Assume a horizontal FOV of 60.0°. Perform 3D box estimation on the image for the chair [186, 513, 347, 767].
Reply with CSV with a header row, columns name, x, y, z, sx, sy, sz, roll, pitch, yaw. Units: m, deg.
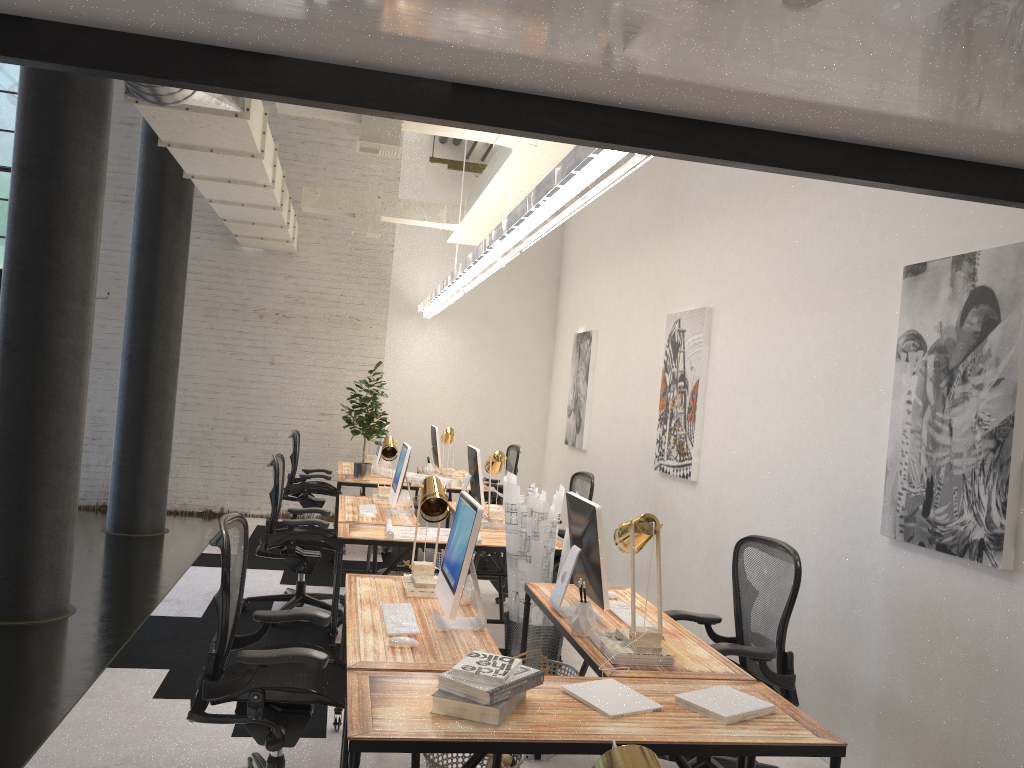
name,x,y,z,sx,sy,sz,roll,pitch,yaw
chair,-0.857,1.046,3.300,0.793,1.085,0.770,5,0,-27

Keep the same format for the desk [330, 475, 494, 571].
name,x,y,z,sx,sy,sz,roll,pitch,yaw
desk,-0.917,1.261,8.077,1.401,0.724,0.529,5,0,-11

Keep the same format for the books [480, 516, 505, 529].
name,x,y,z,sx,sy,sz,roll,pitch,yaw
books,-0.154,0.938,6.042,0.225,0.038,0.308,5,-1,-11

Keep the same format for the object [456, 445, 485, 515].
name,x,y,z,sx,sy,sz,roll,pitch,yaw
object,-0.297,0.710,6.576,0.190,0.485,0.483,5,0,-11

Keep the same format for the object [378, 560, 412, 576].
name,x,y,z,sx,sy,sz,roll,pitch,yaw
object,-0.730,1.416,5.907,0.353,0.435,0.358,5,0,-14

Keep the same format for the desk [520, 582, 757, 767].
name,x,y,z,sx,sy,sz,roll,pitch,yaw
desk,0.414,1.339,3.637,0.529,0.724,1.400,5,-1,-11

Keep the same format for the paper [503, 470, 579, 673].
name,x,y,z,sx,sy,sz,roll,pitch,yaw
paper,0.135,1.095,4.985,0.412,1.198,0.440,5,0,-33

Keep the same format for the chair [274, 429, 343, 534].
name,x,y,z,sx,sy,sz,roll,pitch,yaw
chair,-1.960,1.002,8.769,0.793,1.085,0.770,5,0,-27

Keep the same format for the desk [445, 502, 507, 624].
name,x,y,z,sx,sy,sz,roll,pitch,yaw
desk,-0.168,1.326,6.475,0.529,0.724,1.400,5,-1,-11

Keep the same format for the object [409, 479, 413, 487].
name,x,y,z,sx,sy,sz,roll,pitch,yaw
object,-0.773,0.807,6.576,0.054,0.207,0.008,5,0,-24

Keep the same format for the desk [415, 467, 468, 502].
name,x,y,z,sx,sy,sz,roll,pitch,yaw
desk,-0.689,1.294,9.106,0.529,0.724,1.400,5,-1,-11

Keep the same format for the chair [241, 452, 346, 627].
name,x,y,z,sx,sy,sz,roll,pitch,yaw
chair,-1.439,1.033,6.138,0.793,1.085,0.770,5,0,-27

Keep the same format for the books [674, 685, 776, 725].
name,x,y,z,sx,sy,sz,roll,pitch,yaw
books,0.645,0.971,2.693,0.235,0.024,0.200,6,-1,-37

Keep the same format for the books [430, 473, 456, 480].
name,x,y,z,sx,sy,sz,roll,pitch,yaw
books,-0.675,0.906,8.673,0.225,0.038,0.308,5,-1,-11

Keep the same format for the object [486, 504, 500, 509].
name,x,y,z,sx,sy,sz,roll,pitch,yaw
object,-0.148,0.955,6.917,0.106,0.029,0.059,5,-1,-10

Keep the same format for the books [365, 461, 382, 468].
name,x,y,z,sx,sy,sz,roll,pitch,yaw
books,-1.467,0.847,9.386,0.225,0.038,0.308,5,-1,-11

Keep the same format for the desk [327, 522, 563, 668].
name,x,y,z,sx,sy,sz,roll,pitch,yaw
desk,-0.397,1.292,5.446,1.401,0.724,0.529,5,0,-11

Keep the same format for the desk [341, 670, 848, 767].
name,x,y,z,sx,sy,sz,roll,pitch,yaw
desk,0.185,1.305,2.608,1.401,0.724,0.529,5,0,-11

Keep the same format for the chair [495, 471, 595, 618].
name,x,y,z,sx,sy,sz,roll,pitch,yaw
chair,0.303,1.192,6.660,0.793,1.085,0.770,5,0,-27

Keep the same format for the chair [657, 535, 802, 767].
name,x,y,z,sx,sy,sz,roll,pitch,yaw
chair,0.885,1.204,3.822,0.793,1.085,0.770,5,0,-27

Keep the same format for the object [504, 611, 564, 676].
name,x,y,z,sx,sy,sz,roll,pitch,yaw
object,0.116,1.507,4.968,0.353,0.398,0.353,5,0,34

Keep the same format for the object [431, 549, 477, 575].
name,x,y,z,sx,sy,sz,roll,pitch,yaw
object,-0.463,1.453,6.892,0.353,0.435,0.358,5,0,-14

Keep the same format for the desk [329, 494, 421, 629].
name,x,y,z,sx,sy,sz,roll,pitch,yaw
desk,-0.999,1.252,6.324,0.529,0.724,1.400,5,-1,-11

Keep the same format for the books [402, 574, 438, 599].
name,x,y,z,sx,sy,sz,roll,pitch,yaw
books,-0.364,0.891,3.917,0.225,0.038,0.308,5,-1,-11

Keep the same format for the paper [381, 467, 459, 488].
name,x,y,z,sx,sy,sz,roll,pitch,yaw
paper,-0.900,0.859,8.230,1.133,0.082,0.083,4,-1,44

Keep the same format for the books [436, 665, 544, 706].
name,x,y,z,sx,sy,sz,roll,pitch,yaw
books,-0.059,0.848,2.543,0.193,0.044,0.257,4,-1,37

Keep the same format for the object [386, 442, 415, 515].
name,x,y,z,sx,sy,sz,roll,pitch,yaw
object,-0.766,0.665,6.220,0.190,0.485,0.483,5,0,-11

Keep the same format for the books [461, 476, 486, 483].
name,x,y,z,sx,sy,sz,roll,pitch,yaw
books,-0.355,0.875,8.140,0.193,0.044,0.257,5,-1,7

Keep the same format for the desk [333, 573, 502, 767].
name,x,y,z,sx,sy,sz,roll,pitch,yaw
desk,-0.416,1.264,3.486,0.529,0.724,1.400,5,-1,-11

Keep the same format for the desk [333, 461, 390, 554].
name,x,y,z,sx,sy,sz,roll,pitch,yaw
desk,-1.519,1.220,8.955,0.529,0.724,1.400,5,-1,-11

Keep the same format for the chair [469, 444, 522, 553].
name,x,y,z,sx,sy,sz,roll,pitch,yaw
chair,-0.218,1.160,9.291,0.793,1.085,0.770,5,0,-27

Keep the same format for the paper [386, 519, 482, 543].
name,x,y,z,sx,sy,sz,roll,pitch,yaw
paper,-0.488,0.898,5.452,0.626,0.061,0.567,5,-1,-13

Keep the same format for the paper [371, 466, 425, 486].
name,x,y,z,sx,sy,sz,roll,pitch,yaw
paper,-1.064,0.844,8.199,0.083,0.082,1.133,5,-1,-36

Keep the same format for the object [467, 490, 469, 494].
name,x,y,z,sx,sy,sz,roll,pitch,yaw
object,-0.301,0.843,6.219,0.008,0.207,0.054,5,0,44

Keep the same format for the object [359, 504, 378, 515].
name,x,y,z,sx,sy,sz,roll,pitch,yaw
object,-1.008,0.877,6.204,0.118,0.017,0.439,5,-1,-11

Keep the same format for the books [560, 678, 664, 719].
name,x,y,z,sx,sy,sz,roll,pitch,yaw
books,0.299,0.944,2.670,0.205,0.019,0.243,5,-1,-33

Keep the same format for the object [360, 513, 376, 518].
name,x,y,z,sx,sy,sz,roll,pitch,yaw
object,-0.954,0.871,5.881,0.106,0.029,0.059,5,-1,-10

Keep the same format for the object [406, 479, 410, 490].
name,x,y,z,sx,sy,sz,roll,pitch,yaw
object,-0.785,0.806,6.578,0.008,0.207,0.054,5,0,44

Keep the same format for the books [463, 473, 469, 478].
name,x,y,z,sx,sy,sz,roll,pitch,yaw
books,-0.368,0.843,8.139,0.153,0.030,0.185,5,-1,-13

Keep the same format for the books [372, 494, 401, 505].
name,x,y,z,sx,sy,sz,roll,pitch,yaw
books,-0.947,0.879,6.755,0.225,0.038,0.308,5,-1,-11

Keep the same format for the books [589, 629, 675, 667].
name,x,y,z,sx,sy,sz,roll,pitch,yaw
books,0.428,0.951,3.204,0.225,0.038,0.308,5,-1,-11

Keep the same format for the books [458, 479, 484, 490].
name,x,y,z,sx,sy,sz,roll,pitch,yaw
books,-0.379,0.920,8.122,0.200,0.050,0.271,5,-1,-13

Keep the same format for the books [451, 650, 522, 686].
name,x,y,z,sx,sy,sz,roll,pitch,yaw
books,-0.071,0.815,2.549,0.153,0.030,0.185,5,-1,17

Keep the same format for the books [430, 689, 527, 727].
name,x,y,z,sx,sy,sz,roll,pitch,yaw
books,-0.090,0.892,2.536,0.200,0.050,0.271,5,-1,17

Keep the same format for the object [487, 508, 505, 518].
name,x,y,z,sx,sy,sz,roll,pitch,yaw
object,-0.095,0.962,6.593,0.118,0.017,0.439,5,-1,-11

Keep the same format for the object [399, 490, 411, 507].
name,x,y,z,sx,sy,sz,roll,pitch,yaw
object,-0.785,0.848,6.564,0.101,0.127,0.101,5,0,34
